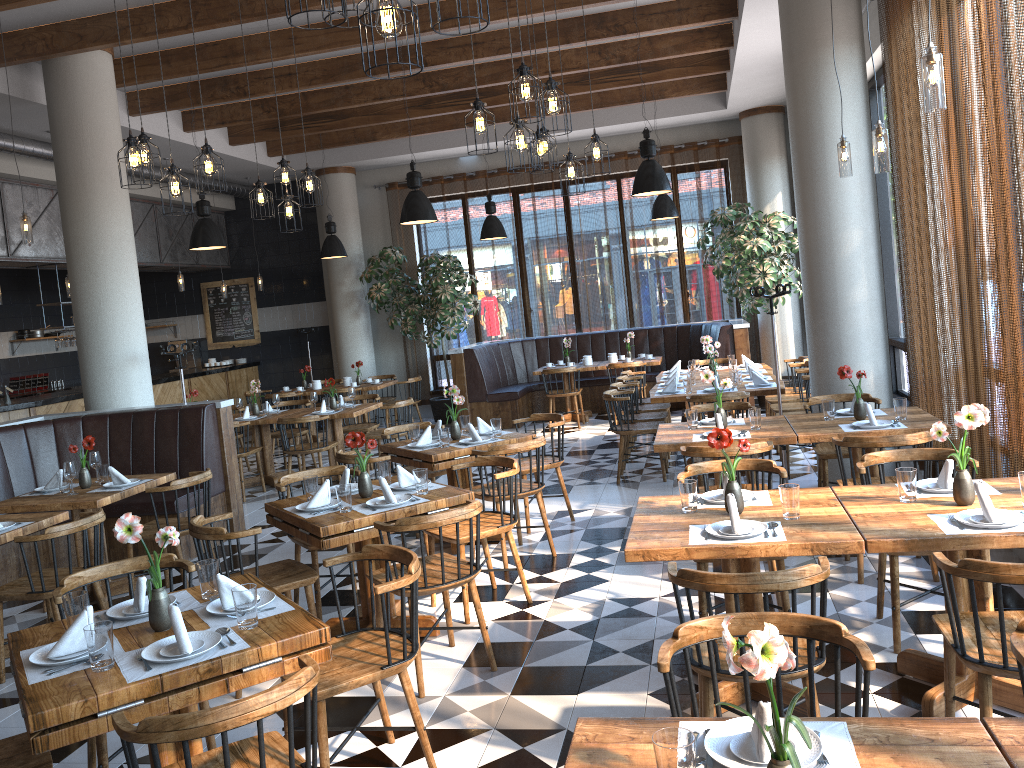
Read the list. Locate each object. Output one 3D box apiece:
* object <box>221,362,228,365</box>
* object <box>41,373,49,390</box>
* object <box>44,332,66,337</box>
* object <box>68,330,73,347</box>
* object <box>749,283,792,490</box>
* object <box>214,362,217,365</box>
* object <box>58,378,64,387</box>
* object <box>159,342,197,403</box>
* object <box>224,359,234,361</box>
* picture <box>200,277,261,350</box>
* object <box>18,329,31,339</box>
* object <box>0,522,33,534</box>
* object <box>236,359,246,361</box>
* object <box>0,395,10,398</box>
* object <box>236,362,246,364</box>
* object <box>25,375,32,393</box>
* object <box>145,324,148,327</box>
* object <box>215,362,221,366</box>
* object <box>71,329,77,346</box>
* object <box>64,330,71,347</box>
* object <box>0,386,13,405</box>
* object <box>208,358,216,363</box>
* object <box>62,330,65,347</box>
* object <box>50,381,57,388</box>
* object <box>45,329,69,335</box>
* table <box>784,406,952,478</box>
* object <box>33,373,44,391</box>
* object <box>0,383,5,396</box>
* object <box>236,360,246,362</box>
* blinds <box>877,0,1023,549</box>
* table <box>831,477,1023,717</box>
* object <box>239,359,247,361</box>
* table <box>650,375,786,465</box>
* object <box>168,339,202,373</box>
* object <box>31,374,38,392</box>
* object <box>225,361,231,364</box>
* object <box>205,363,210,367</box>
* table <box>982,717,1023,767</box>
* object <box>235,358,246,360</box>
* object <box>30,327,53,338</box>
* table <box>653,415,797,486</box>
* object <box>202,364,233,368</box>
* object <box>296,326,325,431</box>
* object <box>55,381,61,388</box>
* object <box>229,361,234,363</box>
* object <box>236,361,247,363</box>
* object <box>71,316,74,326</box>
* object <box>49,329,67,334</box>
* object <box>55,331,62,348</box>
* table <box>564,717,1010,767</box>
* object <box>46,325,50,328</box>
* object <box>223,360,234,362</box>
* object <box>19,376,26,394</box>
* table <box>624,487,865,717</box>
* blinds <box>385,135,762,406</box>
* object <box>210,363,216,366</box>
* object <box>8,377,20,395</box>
[{"bbox_3d":[-4.697,-0.328,14.446,0.079,0.066,0.099,-4,5,24],"label":"object"},{"bbox_3d":[-7.341,-0.038,13.885,0.189,0.257,0.071,-5,3,15],"label":"object"},{"bbox_3d":[-7.384,-0.793,14.291,0.243,0.059,0.350,-5,5,8],"label":"object"},{"bbox_3d":[-5.703,-0.591,11.458,0.081,0.215,0.081,-6,3,4],"label":"object"},{"bbox_3d":[2.068,0.060,6.863,0.375,1.655,0.375,-6,3,-5],"label":"object"},{"bbox_3d":[-4.865,-0.325,14.594,0.079,0.066,0.099,-4,5,24],"label":"object"},{"bbox_3d":[-7.277,-0.021,14.297,0.094,0.136,0.047,-7,3,-13],"label":"object"},{"bbox_3d":[-2.932,0.457,8.040,0.375,1.655,0.375,-6,3,-10],"label":"object"},{"bbox_3d":[-4.744,-0.393,14.826,0.176,0.016,0.175,-10,7,-42],"label":"object"},{"bbox_3d":[-4.746,-1.181,14.946,0.979,1.140,0.021,-5,3,12],"label":"picture"},{"bbox_3d":[-7.516,-0.767,13.658,0.190,0.147,0.194,-4,5,25],"label":"object"},{"bbox_3d":[-2.868,0.740,4.862,0.271,0.137,0.353,-5,5,12],"label":"object"},{"bbox_3d":[-4.519,-0.401,14.778,0.176,0.016,0.175,-10,7,-42],"label":"object"},{"bbox_3d":[-7.505,0.200,12.783,0.272,0.018,0.438,-5,5,12],"label":"object"},{"bbox_3d":[-4.514,-0.351,14.780,0.176,0.016,0.175,-10,7,-42],"label":"object"},{"bbox_3d":[-7.416,0.002,13.526,0.189,0.257,0.071,-5,3,10],"label":"object"},{"bbox_3d":[-6.412,-0.992,15.185,0.351,0.060,0.233,-3,6,25],"label":"object"},{"bbox_3d":[-4.792,-0.320,14.467,0.079,0.066,0.099,-4,5,24],"label":"object"},{"bbox_3d":[-5.598,-0.589,11.314,0.081,0.215,0.081,-6,3,4],"label":"object"},{"bbox_3d":[-5.622,-0.575,11.198,0.081,0.215,0.081,-6,3,4],"label":"object"},{"bbox_3d":[-5.837,0.159,9.681,0.421,0.203,0.600,-5,5,12],"label":"object"},{"bbox_3d":[-5.022,-0.362,14.846,0.130,0.128,0.129,-8,5,-32],"label":"object"},{"bbox_3d":[-5.727,-0.578,11.342,0.081,0.215,0.081,-6,3,4],"label":"object"},{"bbox_3d":[-7.315,-0.001,14.116,0.093,0.136,0.047,-5,3,7],"label":"object"},{"bbox_3d":[-7.351,-0.818,14.275,0.243,0.084,0.348,-1,7,42],"label":"object"},{"bbox_3d":[2.243,0.606,5.626,0.849,0.762,0.853,-5,4,12],"label":"table"},{"bbox_3d":[-7.365,-0.025,13.765,0.189,0.257,0.071,-5,3,5],"label":"object"},{"bbox_3d":[-7.432,0.088,12.883,0.105,0.208,0.105,-8,4,-33],"label":"object"},{"bbox_3d":[-4.517,-0.381,14.779,0.176,0.016,0.175,-10,7,-42],"label":"object"},{"bbox_3d":[2.138,-0.788,3.036,0.160,3.572,7.291,-5,5,12],"label":"blinds"},{"bbox_3d":[1.791,0.850,3.476,0.849,0.762,0.853,-5,4,12],"label":"table"},{"bbox_3d":[-4.518,-0.391,14.778,0.176,0.016,0.175,-10,7,-42],"label":"object"},{"bbox_3d":[1.930,0.396,8.256,1.214,0.762,1.218,-4,5,16],"label":"table"},{"bbox_3d":[-5.542,-0.466,14.865,0.355,0.568,0.551,-5,4,12],"label":"object"},{"bbox_3d":[-7.391,-0.011,13.646,0.189,0.257,0.071,-5,3,15],"label":"object"},{"bbox_3d":[-4.675,-0.340,14.553,0.079,0.066,0.099,-4,5,24],"label":"object"},{"bbox_3d":[-4.982,-0.305,14.508,0.079,0.066,0.099,-4,5,24],"label":"object"},{"bbox_3d":[1.349,1.089,1.371,0.849,0.762,0.853,-5,4,12],"label":"table"},{"bbox_3d":[-4.520,-0.411,14.777,0.176,0.016,0.175,-10,7,-42],"label":"object"},{"bbox_3d":[-7.394,-0.808,13.929,0.348,0.153,0.200,-8,5,-24],"label":"object"},{"bbox_3d":[1.409,0.674,5.806,0.849,0.762,0.853,-5,4,12],"label":"table"},{"bbox_3d":[-4.830,-0.296,14.523,0.436,0.018,0.274,-5,5,12],"label":"object"},{"bbox_3d":[-3.218,-0.087,14.260,0.374,1.655,0.376,-4,4,35],"label":"object"},{"bbox_3d":[-7.296,-0.011,14.207,0.093,0.136,0.047,-5,3,13],"label":"object"},{"bbox_3d":[-4.741,-0.363,14.827,0.176,0.016,0.175,-10,7,-42],"label":"object"},{"bbox_3d":[-4.515,-0.361,14.780,0.176,0.016,0.175,-10,7,-42],"label":"object"},{"bbox_3d":[-5.699,-0.816,11.522,0.080,0.132,0.080,-3,5,42],"label":"object"},{"bbox_3d":[-7.382,-0.829,14.287,0.243,0.070,0.350,-5,5,6],"label":"object"},{"bbox_3d":[-5.751,-0.565,11.226,0.081,0.215,0.081,-6,3,4],"label":"object"},{"bbox_3d":[0.515,1.157,1.552,0.849,0.762,0.853,-5,4,12],"label":"table"},{"bbox_3d":[-7.402,-0.828,13.908,0.295,0.172,0.065,-8,4,-27],"label":"object"},{"bbox_3d":[-4.743,-0.383,14.826,0.176,0.016,0.175,-10,7,-42],"label":"object"},{"bbox_3d":[-7.441,0.016,13.407,0.189,0.257,0.071,-5,3,15],"label":"object"},{"bbox_3d":[0.958,0.918,3.657,0.849,0.762,0.853,-5,4,12],"label":"table"},{"bbox_3d":[0.844,-1.633,13.625,5.538,3.574,0.156,-5,3,12],"label":"blinds"},{"bbox_3d":[-4.887,-0.312,14.488,0.079,0.066,0.099,-4,5,24],"label":"object"},{"bbox_3d":[-7.466,0.029,13.287,0.189,0.257,0.071,-5,3,15],"label":"object"}]
